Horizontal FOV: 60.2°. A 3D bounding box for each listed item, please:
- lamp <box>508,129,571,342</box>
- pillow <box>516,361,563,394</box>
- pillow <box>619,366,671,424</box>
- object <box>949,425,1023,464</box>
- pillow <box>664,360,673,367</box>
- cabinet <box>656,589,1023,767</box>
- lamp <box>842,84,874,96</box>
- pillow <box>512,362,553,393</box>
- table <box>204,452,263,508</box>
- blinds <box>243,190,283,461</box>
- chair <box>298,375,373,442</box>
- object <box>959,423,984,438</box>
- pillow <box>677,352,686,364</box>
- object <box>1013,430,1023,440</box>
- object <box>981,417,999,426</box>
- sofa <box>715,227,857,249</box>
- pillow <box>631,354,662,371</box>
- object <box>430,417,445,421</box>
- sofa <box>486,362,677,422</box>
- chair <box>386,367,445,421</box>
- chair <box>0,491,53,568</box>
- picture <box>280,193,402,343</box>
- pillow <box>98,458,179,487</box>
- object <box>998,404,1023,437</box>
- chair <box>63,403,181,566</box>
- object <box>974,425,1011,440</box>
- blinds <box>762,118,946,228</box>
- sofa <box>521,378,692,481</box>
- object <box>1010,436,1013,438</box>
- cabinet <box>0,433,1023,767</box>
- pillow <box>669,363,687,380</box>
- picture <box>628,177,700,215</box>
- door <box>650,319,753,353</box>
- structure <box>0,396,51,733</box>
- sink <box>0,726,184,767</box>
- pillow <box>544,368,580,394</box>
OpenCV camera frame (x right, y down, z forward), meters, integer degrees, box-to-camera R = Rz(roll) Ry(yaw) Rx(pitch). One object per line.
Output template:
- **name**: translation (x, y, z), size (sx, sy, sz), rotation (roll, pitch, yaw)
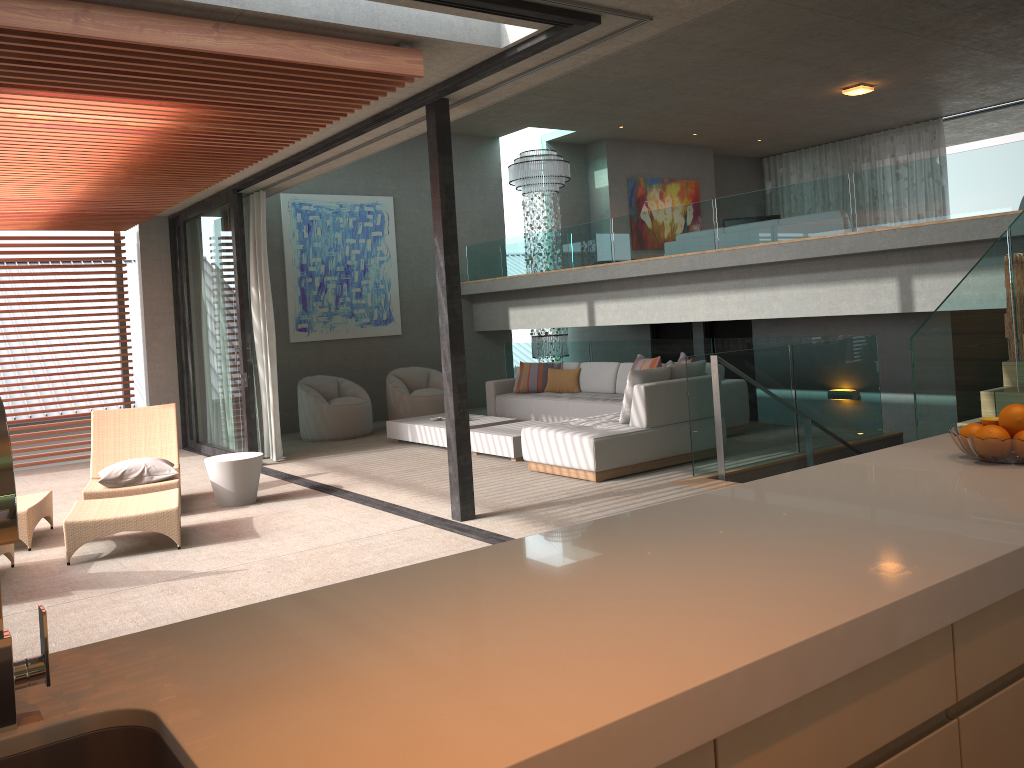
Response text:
- **lamp**: translation (0.518, -2.192, 14.285), size (0.997, 3.940, 1.002), rotation (-4, 0, 35)
- **pillow**: translation (0.347, -0.084, 11.400), size (0.655, 0.442, 0.341), rotation (-3, 1, 8)
- **pillow**: translation (1.181, 0.102, 7.820), size (0.494, 0.483, 0.265), rotation (-5, 1, -35)
- **object**: translation (1.420, 0.172, 2.512), size (0.316, 0.082, 0.315), rotation (-7, 5, -35)
- **pillow**: translation (1.673, -0.039, 9.636), size (0.239, 0.405, 0.595), rotation (-4, 3, 8)
- **cabinet**: translation (0.831, 0.019, 0.509), size (7.495, 2.567, 1.961), rotation (-6, 3, -35)
- **lamp**: translation (4.867, -4.132, 12.424), size (0.301, 0.092, 0.300), rotation (-6, 5, -35)
- **pillow**: translation (0.288, -0.052, 11.586), size (0.618, 0.420, 0.311), rotation (-4, 1, 1)
- **table**: translation (-2.317, 0.805, 7.407), size (0.474, 0.393, 0.477), rotation (-2, 3, 36)
- **blinds**: translation (-3.259, -0.669, 10.490), size (0.223, 2.924, 2.421), rotation (-3, 1, -36)
- **chair**: translation (-2.271, 0.283, 11.358), size (0.925, 0.787, 0.919), rotation (-5, 3, -31)
- **object**: translation (1.343, 0.157, 2.561), size (0.087, 0.087, 0.087), rotation (-2, 3, 45)
- **pillow**: translation (1.833, -0.069, 9.387), size (0.279, 0.504, 0.699), rotation (-4, 3, 8)
- **object**: translation (1.416, 0.167, 2.423), size (0.081, 0.081, 0.081), rotation (-5, 3, -41)
- **object**: translation (1.452, 0.146, 2.561), size (0.173, 0.100, 0.096), rotation (-3, 2, 9)
- **sofa**: translation (3.429, -1.712, 11.738), size (0.977, 0.863, 3.244), rotation (-5, 4, -35)
- **pillow**: translation (1.462, -0.070, 9.883), size (0.311, 0.494, 0.737), rotation (-4, 3, -12)
- **object**: translation (-0.728, 0.399, 10.178), size (0.436, 0.040, 0.155), rotation (-3, 4, 10)
- **sofa**: translation (1.068, 0.140, 10.423), size (1.052, 0.753, 3.455), rotation (-6, 4, -35)
- **chair**: translation (-1.234, 0.168, 11.986), size (0.923, 0.787, 0.921), rotation (-4, 2, -11)
- **chair**: translation (-3.597, 0.801, 5.686), size (0.701, 0.826, 2.296), rotation (-4, 4, -16)
- **picture**: translation (-2.408, -1.673, 12.612), size (1.725, 2.050, 0.030), rotation (-5, 0, -35)
- **pillow**: translation (-3.040, 0.708, 7.180), size (0.596, 0.194, 0.593), rotation (-5, 4, -24)
- **object**: translation (1.417, 0.103, 2.478), size (0.095, 0.094, 0.094), rotation (-4, 2, -15)
- **chair**: translation (-2.958, 0.670, 6.853), size (0.701, 0.826, 2.295), rotation (-4, 4, -20)
- **object**: translation (1.343, 0.161, 2.469), size (0.094, 0.094, 0.095), rotation (-2, 3, 43)
- **blinds**: translation (6.281, -3.199, 16.514), size (0.223, 2.728, 3.843), rotation (-3, 2, -36)
- **sofa**: translation (1.005, 0.341, 7.981), size (1.601, 0.733, 1.011), rotation (-6, 4, -35)
- **object**: translation (1.412, 0.165, 2.527), size (0.070, 0.071, 0.071), rotation (-4, 2, 4)
- **cabinet**: translation (0.460, 0.782, 1.776), size (4.135, 0.899, 0.799), rotation (-7, 3, -35)
- **pillow**: translation (1.573, 0.044, 8.098), size (0.493, 0.498, 0.238), rotation (-5, 1, -35)
- **picture**: translation (2.755, -3.021, 15.719), size (1.756, 1.250, 0.030), rotation (-6, 1, -35)
- **door**: translation (1.224, 0.195, 5.013), size (5.762, 4.472, 15.385), rotation (-2, 4, 27)
- **structure**: translation (-0.614, 0.232, 1.079), size (0.097, 0.441, 0.257), rotation (-4, 1, -35)
- **sink**: translation (-0.546, 0.550, 0.975), size (0.375, 0.134, 0.374), rotation (-6, 5, -35)
- **pillow**: translation (0.651, -0.041, 11.188), size (0.462, 0.325, 0.226), rotation (-3, 1, 17)
